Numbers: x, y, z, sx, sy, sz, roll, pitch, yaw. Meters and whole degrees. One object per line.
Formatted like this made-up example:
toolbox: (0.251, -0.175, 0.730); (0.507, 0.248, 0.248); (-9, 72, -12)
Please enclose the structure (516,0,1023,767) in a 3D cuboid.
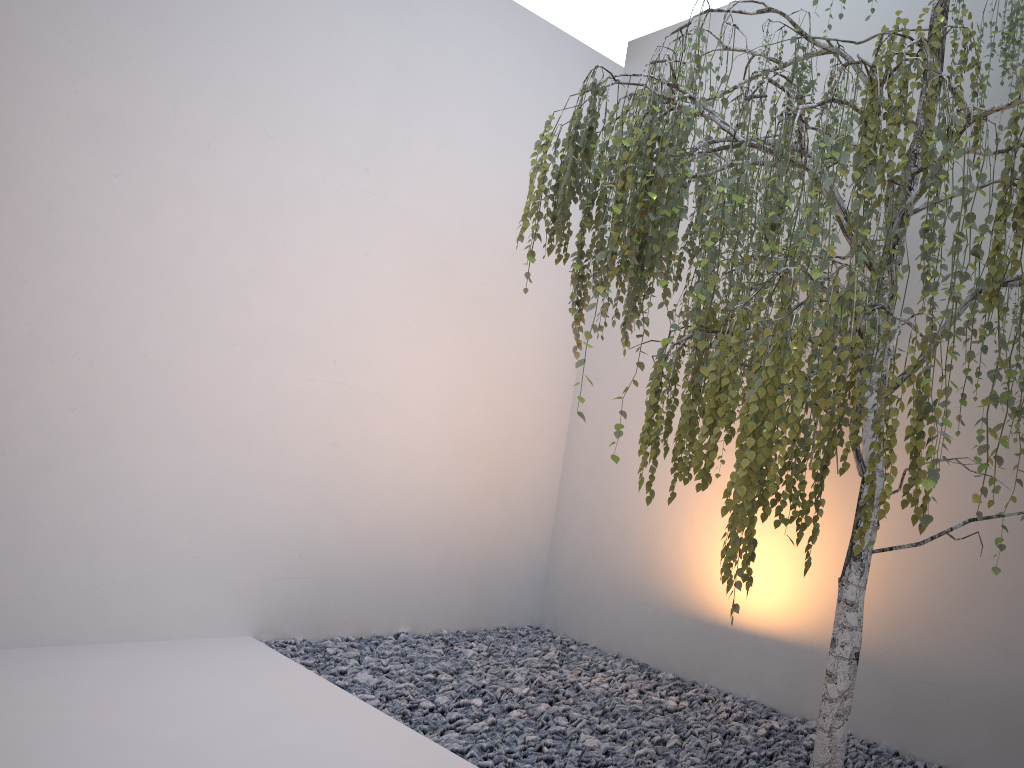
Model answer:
structure: (1.104, -0.688, 2.622); (2.078, 3.984, 2.038); (5, -5, 45)
